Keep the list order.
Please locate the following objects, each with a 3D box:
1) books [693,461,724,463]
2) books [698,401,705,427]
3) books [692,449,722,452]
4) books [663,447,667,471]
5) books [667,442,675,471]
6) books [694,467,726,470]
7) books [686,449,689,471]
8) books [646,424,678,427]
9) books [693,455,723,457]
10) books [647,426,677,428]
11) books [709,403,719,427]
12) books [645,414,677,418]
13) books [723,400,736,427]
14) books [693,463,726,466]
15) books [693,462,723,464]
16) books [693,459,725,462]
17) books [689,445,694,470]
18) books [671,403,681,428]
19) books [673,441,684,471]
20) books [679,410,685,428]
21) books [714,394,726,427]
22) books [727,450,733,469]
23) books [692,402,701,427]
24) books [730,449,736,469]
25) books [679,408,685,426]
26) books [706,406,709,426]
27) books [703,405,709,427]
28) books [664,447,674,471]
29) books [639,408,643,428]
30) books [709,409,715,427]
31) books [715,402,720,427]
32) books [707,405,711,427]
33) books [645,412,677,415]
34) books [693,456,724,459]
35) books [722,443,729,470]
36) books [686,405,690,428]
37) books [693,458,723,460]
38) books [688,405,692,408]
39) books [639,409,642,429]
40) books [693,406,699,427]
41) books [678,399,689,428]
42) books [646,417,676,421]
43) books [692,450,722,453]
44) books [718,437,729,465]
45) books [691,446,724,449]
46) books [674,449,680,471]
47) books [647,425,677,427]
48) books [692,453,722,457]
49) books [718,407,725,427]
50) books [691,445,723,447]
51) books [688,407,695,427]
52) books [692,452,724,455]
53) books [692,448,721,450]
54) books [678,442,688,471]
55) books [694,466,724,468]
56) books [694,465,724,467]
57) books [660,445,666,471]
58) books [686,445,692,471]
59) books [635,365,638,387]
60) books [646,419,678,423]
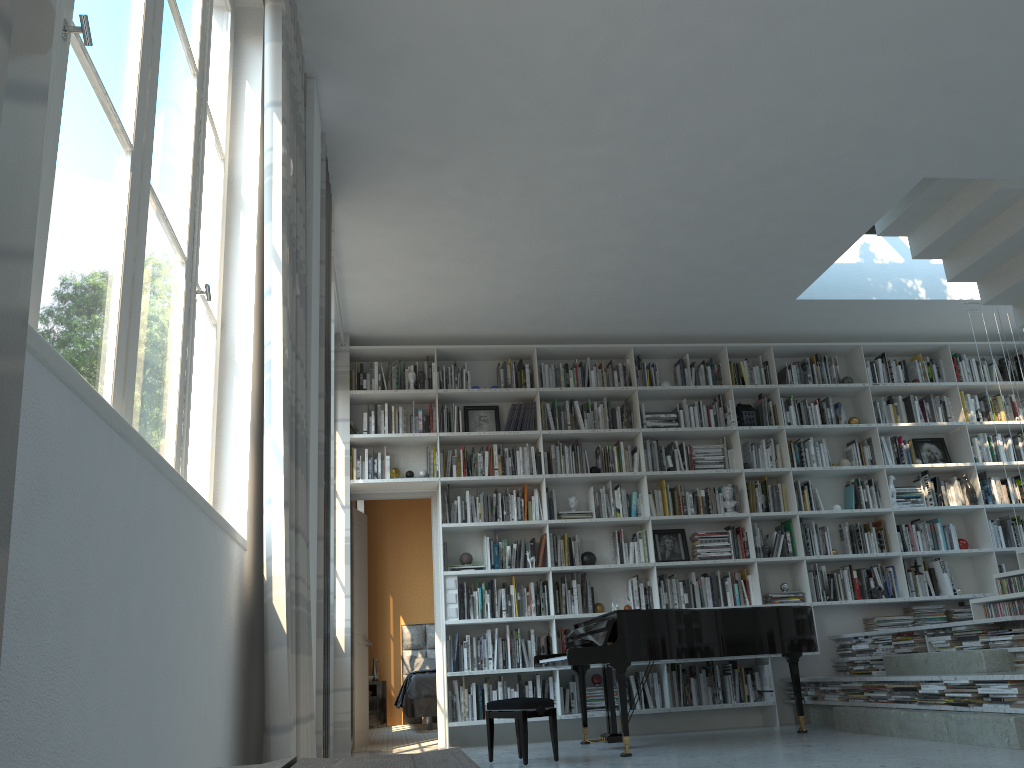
[{"bbox_3d":[1.653,0.680,7.562,0.254,0.012,0.161,0,-19,-10],"label":"books"},{"bbox_3d":[1.620,0.300,7.673,0.023,0.268,0.185,-1,-18,-8],"label":"books"},{"bbox_3d":[1.647,0.586,7.592,0.254,0.012,0.161,-1,-18,-6],"label":"books"},{"bbox_3d":[1.275,0.668,7.509,0.011,0.238,0.148,-1,-18,-8],"label":"books"},{"bbox_3d":[1.355,0.647,7.534,0.022,0.284,0.131,-1,-18,-8],"label":"books"},{"bbox_3d":[1.656,0.738,7.546,0.285,0.012,0.160,-1,-18,-7],"label":"books"},{"bbox_3d":[1.465,0.678,7.536,0.024,0.215,0.133,-1,-18,-8],"label":"books"},{"bbox_3d":[1.265,0.371,7.608,0.285,0.012,0.160,0,-19,-11],"label":"books"},{"bbox_3d":[1.650,0.633,7.575,0.254,0.012,0.161,0,-19,-11],"label":"books"},{"bbox_3d":[1.267,0.393,7.597,0.254,0.012,0.161,-2,-18,-3],"label":"books"},{"bbox_3d":[1.733,0.306,7.678,0.032,0.247,0.174,-1,-18,-8],"label":"books"},{"bbox_3d":[1.262,0.297,7.634,0.285,0.024,0.160,-1,-18,-6],"label":"books"},{"bbox_3d":[1.854,0.293,7.642,0.037,0.236,0.273,-1,-18,-8],"label":"books"},{"bbox_3d":[1.655,0.702,7.553,0.285,0.012,0.160,0,-19,-11],"label":"books"},{"bbox_3d":[1.654,0.691,7.559,0.254,0.012,0.161,-1,-18,-6],"label":"books"},{"bbox_3d":[1.652,0.669,7.568,0.285,0.012,0.160,-1,-18,-7],"label":"books"},{"bbox_3d":[1.500,0.656,7.526,0.013,0.246,0.177,-1,-18,-8],"label":"books"},{"bbox_3d":[1.417,0.310,7.642,0.012,0.253,0.161,-1,-18,-8],"label":"books"},{"bbox_3d":[1.406,0.642,7.538,0.049,0.290,0.163,-1,-18,-8],"label":"books"},{"bbox_3d":[1.438,0.340,7.631,0.025,0.187,0.194,-1,-18,-8],"label":"books"},{"bbox_3d":[1.809,0.268,7.712,0.012,0.333,0.156,-1,-18,-8],"label":"books"},{"bbox_3d":[1.841,0.681,7.586,0.029,0.198,0.172,-1,-18,-8],"label":"books"},{"bbox_3d":[1.592,0.305,7.689,0.029,0.272,0.141,-1,-18,-8],"label":"books"},{"bbox_3d":[1.869,0.679,7.597,0.030,0.204,0.159,-1,-18,-8],"label":"books"},{"bbox_3d":[1.457,0.332,7.667,0.024,0.222,0.129,-1,-18,-8],"label":"books"},{"bbox_3d":[1.671,0.319,7.677,0.010,0.229,0.153,-1,-18,-8],"label":"books"},{"bbox_3d":[1.645,0.319,7.661,0.023,0.222,0.191,-1,-18,-8],"label":"books"},{"bbox_3d":[1.314,0.667,7.508,0.066,0.236,0.154,-1,-18,-8],"label":"books"},{"bbox_3d":[1.087,0.333,7.596,0.013,0.217,0.141,-1,-18,-8],"label":"books"},{"bbox_3d":[1.705,0.335,7.666,0.029,0.187,0.176,-1,-18,-8],"label":"books"},{"bbox_3d":[1.761,0.305,7.699,0.029,0.260,0.133,-1,-18,-8],"label":"books"},{"bbox_3d":[1.683,0.317,7.673,0.012,0.229,0.159,-1,-18,-8],"label":"books"},{"bbox_3d":[1.260,0.276,7.646,0.285,0.024,0.160,-1,-18,-8],"label":"books"},{"bbox_3d":[1.651,0.645,7.571,0.285,0.012,0.160,-2,-18,-5],"label":"books"},{"bbox_3d":[1.808,0.651,7.578,0.012,0.253,0.161,-1,-18,-8],"label":"books"},{"bbox_3d":[1.494,0.317,7.650,0.021,0.236,0.172,-1,-18,-8],"label":"books"},{"bbox_3d":[1.651,0.658,7.572,0.254,0.012,0.161,-1,-18,-7],"label":"books"},{"bbox_3d":[1.546,0.316,7.668,0.012,0.243,0.132,-1,-18,-8],"label":"books"},{"bbox_3d":[1.070,0.337,7.578,0.027,0.200,0.168,-1,-18,-8],"label":"books"},{"bbox_3d":[1.568,0.325,7.658,0.028,0.218,0.184,-1,-18,-8],"label":"books"},{"bbox_3d":[1.478,0.290,7.640,0.011,0.283,0.191,-1,-18,-8],"label":"books"},{"bbox_3d":[1.264,0.319,7.623,0.254,0.025,0.161,1,-19,-12],"label":"books"},{"bbox_3d":[1.649,0.597,7.582,0.254,0.012,0.161,-2,-18,-3],"label":"books"},{"bbox_3d":[1.817,0.625,7.604,0.012,0.318,0.140,-1,-18,-8],"label":"books"},{"bbox_3d":[1.646,0.561,7.593,0.285,0.012,0.160,1,-19,-13],"label":"books"},{"bbox_3d":[1.381,0.677,7.520,0.024,0.216,0.148,-1,-18,-8],"label":"books"},{"bbox_3d":[1.266,0.383,7.604,0.254,0.012,0.161,0,-19,-11],"label":"books"},{"bbox_3d":[1.649,0.622,7.581,0.254,0.012,0.161,-1,-18,-6],"label":"books"},{"bbox_3d":[1.793,0.328,7.681,0.029,0.202,0.192,-1,-18,-8],"label":"books"},{"bbox_3d":[1.645,0.552,7.603,0.285,0.012,0.160,-1,-18,-6],"label":"books"},{"bbox_3d":[1.529,0.326,7.650,0.027,0.215,0.191,-1,-18,-8],"label":"books"},{"bbox_3d":[1.648,0.612,7.587,0.285,0.012,0.160,0,-19,-9],"label":"books"},{"bbox_3d":[1.646,0.576,7.600,0.254,0.012,0.161,-1,-18,-8],"label":"books"},{"bbox_3d":[1.443,0.648,7.526,0.021,0.268,0.192,-1,-18,-8],"label":"books"},{"bbox_3d":[1.655,0.727,7.552,0.254,0.012,0.161,-1,-18,-8],"label":"books"},{"bbox_3d":[1.655,0.715,7.553,0.254,0.012,0.161,0,-19,-9],"label":"books"},{"bbox_3d":[1.262,0.662,7.507,0.014,0.249,0.173,-1,-18,-8],"label":"books"},{"bbox_3d":[1.484,0.661,7.535,0.015,0.244,0.183,-1,-18,-8],"label":"books"},{"bbox_3d":[1.047,-0.035,7.697,0.026,0.252,0.186,-1,-18,-8],"label":"books"},{"bbox_3d":[1.266,0.342,7.613,0.285,0.024,0.160,-2,-18,-3],"label":"books"}]
